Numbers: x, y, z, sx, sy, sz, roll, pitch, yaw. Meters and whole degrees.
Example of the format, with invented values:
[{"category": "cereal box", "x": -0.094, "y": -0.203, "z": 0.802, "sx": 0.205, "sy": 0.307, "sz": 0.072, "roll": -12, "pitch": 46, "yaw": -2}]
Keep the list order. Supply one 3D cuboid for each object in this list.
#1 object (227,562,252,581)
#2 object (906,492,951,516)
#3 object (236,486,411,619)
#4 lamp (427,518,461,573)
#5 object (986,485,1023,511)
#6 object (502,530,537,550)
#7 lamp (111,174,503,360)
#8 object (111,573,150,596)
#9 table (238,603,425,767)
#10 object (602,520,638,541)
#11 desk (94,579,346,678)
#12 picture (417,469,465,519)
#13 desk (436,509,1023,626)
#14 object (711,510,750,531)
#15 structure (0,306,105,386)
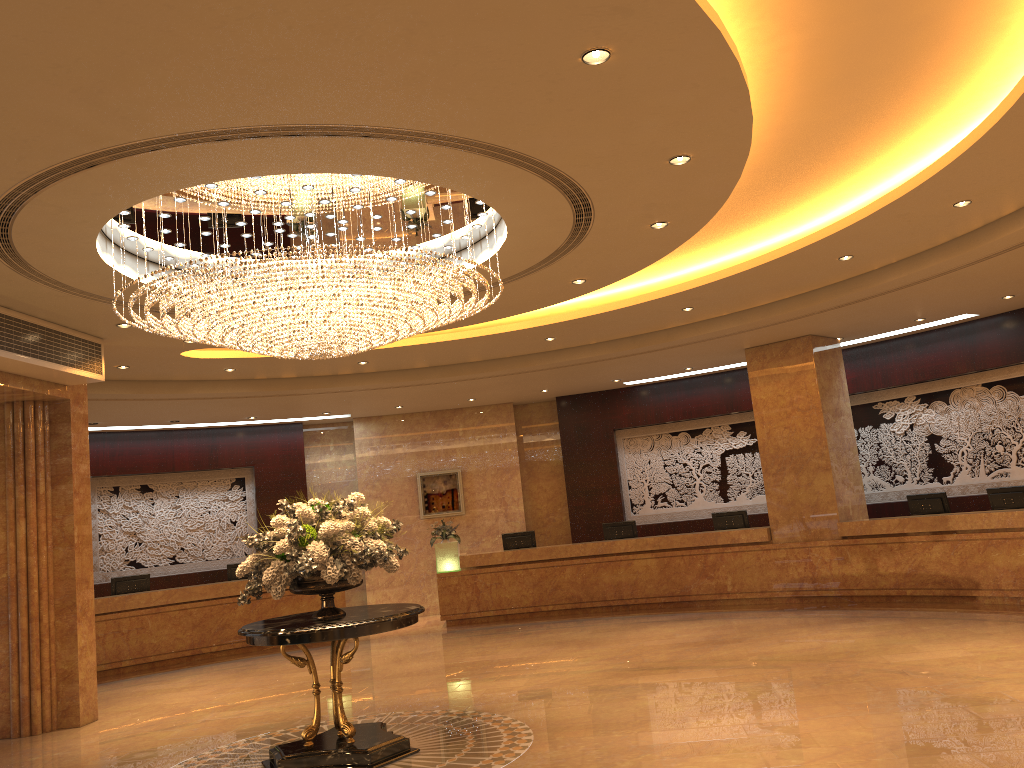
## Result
[{"category": "object", "x": -4.682, "y": 3.293, "z": 15.028, "sx": 0.918, "sy": 0.500, "sz": 0.397, "roll": -4, "pitch": -9, "yaw": -12}, {"category": "object", "x": 5.927, "y": 1.802, "z": 12.581, "sx": 0.430, "sy": 0.500, "sz": 0.531, "roll": -6, "pitch": -8, "yaw": 2}, {"category": "object", "x": -1.525, "y": 1.403, "z": 7.328, "sx": 1.277, "sy": 0.999, "sz": 1.318, "roll": -12, "pitch": -10, "yaw": 36}, {"category": "lamp", "x": -1.143, "y": 2.811, "z": 15.508, "sx": 0.577, "sy": 0.925, "sz": 0.542, "roll": -7, "pitch": -8, "yaw": 8}, {"category": "object", "x": 6.566, "y": 1.595, "z": 11.640, "sx": 0.430, "sy": 0.500, "sz": 0.531, "roll": -7, "pitch": -9, "yaw": 8}, {"category": "object", "x": 0.135, "y": 2.888, "z": 15.797, "sx": 0.531, "sy": 0.500, "sz": 0.430, "roll": -14, "pitch": -11, "yaw": 42}, {"category": "lamp", "x": -1.685, "y": -0.819, "z": 7.621, "sx": 3.206, "sy": 1.196, "sz": 3.204, "roll": -14, "pitch": -11, "yaw": 42}, {"category": "object", "x": -6.115, "y": 3.326, "z": 14.227, "sx": 0.531, "sy": 0.500, "sz": 0.430, "roll": -6, "pitch": -8, "yaw": -2}, {"category": "table", "x": -1.402, "y": 2.423, "z": 7.143, "sx": 1.493, "sy": 1.089, "sz": 1.493, "roll": -6, "pitch": -8, "yaw": -1}, {"category": "object", "x": 1.888, "y": 2.646, "z": 15.406, "sx": 0.430, "sy": 0.500, "sz": 0.531, "roll": 0, "pitch": -10, "yaw": -33}, {"category": "desk", "x": -5.174, "y": 3.878, "z": 14.465, "sx": 5.227, "sy": 1.155, "sz": 1.570, "roll": -1, "pitch": -10, "yaw": -29}, {"category": "picture", "x": -1.406, "y": 2.165, "z": 17.481, "sx": 0.875, "sy": 0.890, "sz": 0.068, "roll": -6, "pitch": -8, "yaw": -3}, {"category": "desk", "x": 4.102, "y": 2.660, "z": 12.820, "sx": 12.951, "sy": 1.155, "sz": 3.466, "roll": -13, "pitch": -11, "yaw": 40}, {"category": "object", "x": 3.617, "y": 2.348, "z": 14.624, "sx": 0.430, "sy": 0.500, "sz": 0.531, "roll": -3, "pitch": -9, "yaw": -22}, {"category": "structure", "x": -5.026, "y": -0.517, "z": 7.950, "sx": 0.425, "sy": 0.483, "sz": 4.113, "roll": -7, "pitch": -8, "yaw": 6}]
